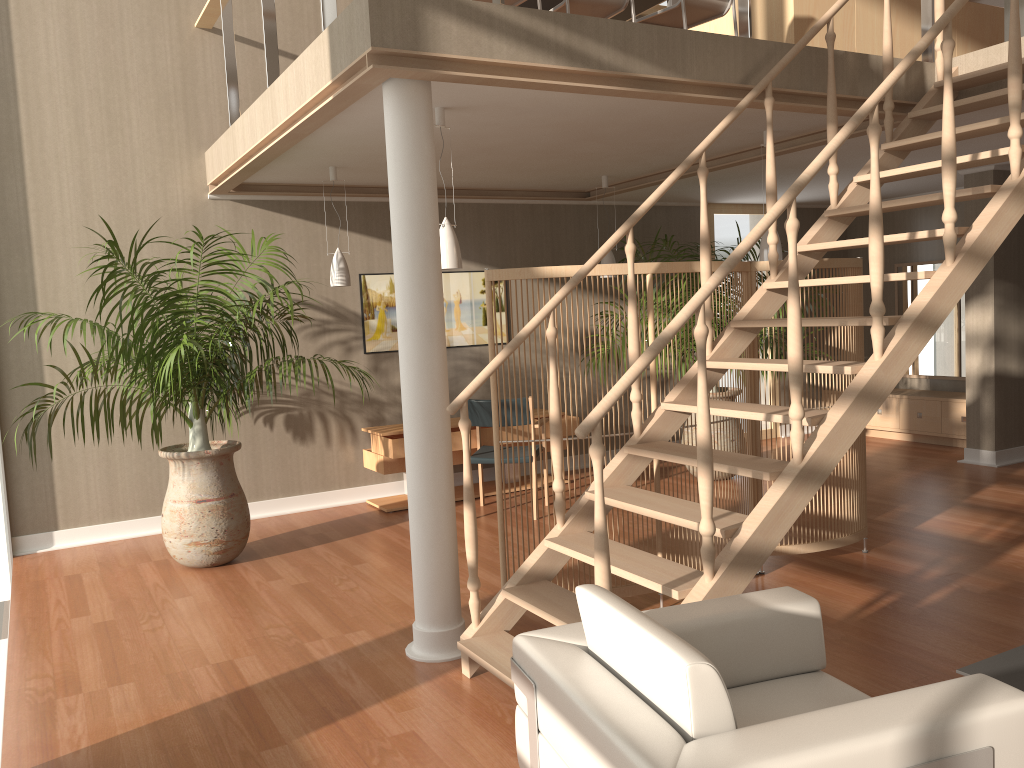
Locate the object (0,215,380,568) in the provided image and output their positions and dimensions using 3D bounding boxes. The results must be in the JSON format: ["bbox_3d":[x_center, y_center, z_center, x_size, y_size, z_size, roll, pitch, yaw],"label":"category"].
[{"bbox_3d":[-1.949,0.179,5.386,2.109,2.304,2.157,-6,6,-36],"label":"object"}]

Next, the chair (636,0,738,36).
[{"bbox_3d":[1.020,-2.140,5.248,0.430,0.796,0.496,-6,6,-33],"label":"chair"}]

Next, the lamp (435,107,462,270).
[{"bbox_3d":[-0.341,-0.978,4.454,0.139,0.800,0.139,-4,5,-14],"label":"lamp"}]

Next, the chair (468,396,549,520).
[{"bbox_3d":[-0.042,0.504,6.414,0.582,0.856,0.509,-2,5,11],"label":"chair"}]

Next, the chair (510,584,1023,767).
[{"bbox_3d":[0.569,0.879,2.177,0.905,0.740,0.900,-5,5,-18],"label":"chair"}]

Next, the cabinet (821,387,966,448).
[{"bbox_3d":[3.951,0.314,8.668,0.500,0.458,1.911,-5,5,-28],"label":"cabinet"}]

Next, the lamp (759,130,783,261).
[{"bbox_3d":[1.597,-1.164,5.506,0.139,0.800,0.139,-2,5,7],"label":"lamp"}]

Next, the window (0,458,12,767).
[{"bbox_3d":[-2.628,-1.160,4.169,0.020,5.200,3.340,-5,5,-28],"label":"window"}]

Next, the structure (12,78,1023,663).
[{"bbox_3d":[3.321,-0.373,4.733,10.775,2.533,8.342,-5,5,-28],"label":"structure"}]

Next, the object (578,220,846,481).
[{"bbox_3d":[1.601,-0.159,7.291,2.157,2.304,2.109,-7,6,-40],"label":"object"}]

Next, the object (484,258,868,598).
[{"bbox_3d":[0.977,0.174,4.389,2.229,1.542,0.233,-5,5,-23],"label":"object"}]

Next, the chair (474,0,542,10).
[{"bbox_3d":[-0.135,-2.044,4.801,0.430,0.796,0.496,-5,5,-28],"label":"chair"}]

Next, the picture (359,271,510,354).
[{"bbox_3d":[-0.613,-0.607,7.317,1.317,0.633,0.010,-5,5,-28],"label":"picture"}]

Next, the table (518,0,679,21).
[{"bbox_3d":[0.074,-2.090,5.602,1.800,0.740,0.900,-5,5,-28],"label":"table"}]

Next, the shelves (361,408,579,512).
[{"bbox_3d":[-0.305,0.588,7.056,1.600,0.590,0.658,-5,5,-28],"label":"shelves"}]

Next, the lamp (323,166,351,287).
[{"bbox_3d":[-1.184,-1.062,5.993,0.139,0.800,0.139,0,6,36],"label":"lamp"}]

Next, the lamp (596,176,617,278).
[{"bbox_3d":[0.754,-1.247,7.045,0.139,0.800,0.139,0,6,36],"label":"lamp"}]

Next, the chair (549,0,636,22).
[{"bbox_3d":[0.410,-2.095,5.089,0.430,0.796,0.496,-5,5,-23],"label":"chair"}]

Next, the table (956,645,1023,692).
[{"bbox_3d":[1.962,1.013,2.317,0.700,0.293,1.260,-5,5,-28],"label":"table"}]

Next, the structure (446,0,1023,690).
[{"bbox_3d":[1.285,-0.712,3.740,3.150,3.578,1.000,-5,5,-28],"label":"structure"}]

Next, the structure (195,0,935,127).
[{"bbox_3d":[0.042,-2.170,5.615,3.300,0.900,3.475,-5,5,-28],"label":"structure"}]
